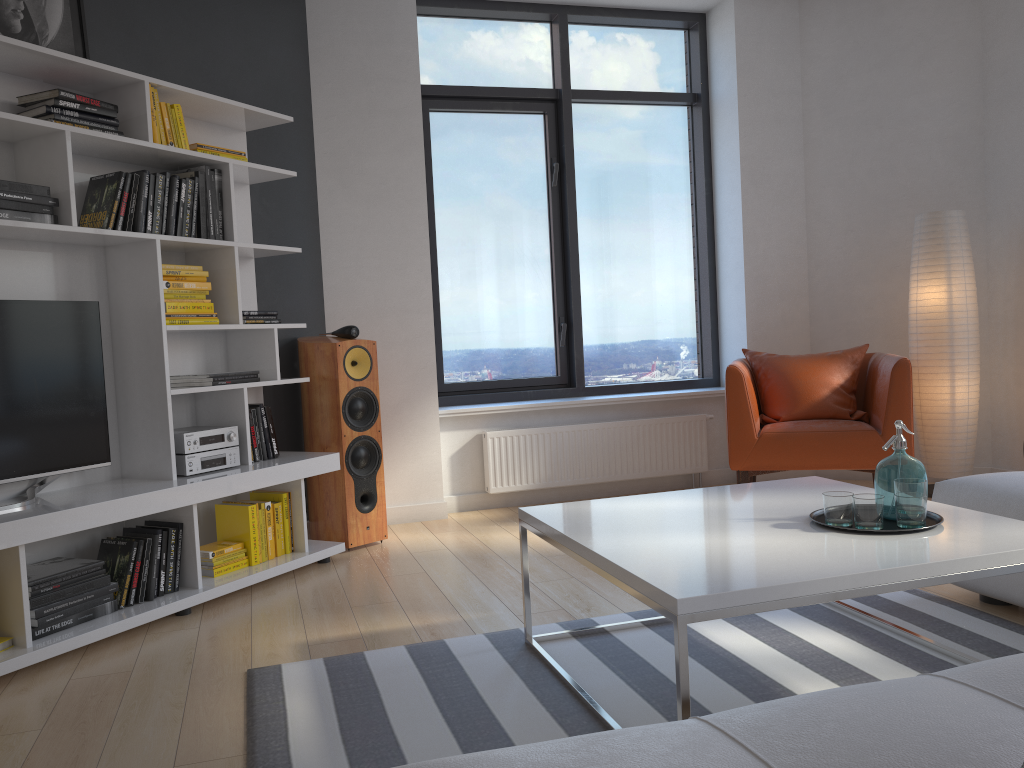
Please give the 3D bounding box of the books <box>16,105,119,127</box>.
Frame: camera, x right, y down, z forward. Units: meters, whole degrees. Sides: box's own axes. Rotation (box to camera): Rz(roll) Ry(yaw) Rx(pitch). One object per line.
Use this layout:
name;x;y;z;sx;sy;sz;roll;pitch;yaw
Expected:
books;-1.645;-0.971;3.277;0.214;0.030;0.284;-1;3;32

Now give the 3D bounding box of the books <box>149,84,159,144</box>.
books;-1.453;-1.038;3.455;0.161;0.229;0.041;-1;3;27

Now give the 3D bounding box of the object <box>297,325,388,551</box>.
object;-0.878;0.259;4.432;0.434;1.088;0.290;0;4;44

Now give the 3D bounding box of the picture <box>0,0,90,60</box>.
picture;-1.981;-1.470;2.907;0.076;0.707;1.279;-1;3;29

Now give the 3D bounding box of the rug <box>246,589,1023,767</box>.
rug;0.528;0.831;2.274;2.326;0.016;1.662;-4;3;-17

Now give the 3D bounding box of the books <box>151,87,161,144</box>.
books;-1.459;-1.038;3.484;0.163;0.224;0.041;-2;3;27

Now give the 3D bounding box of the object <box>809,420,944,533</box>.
object;0.956;0.233;2.346;0.330;0.265;0.330;-3;3;8

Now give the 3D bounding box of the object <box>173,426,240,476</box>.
object;-1.331;0.276;3.689;0.270;0.174;0.285;-1;3;29

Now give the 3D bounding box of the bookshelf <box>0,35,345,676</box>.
bookshelf;-1.738;-0.102;2.859;0.455;2.052;3.000;-1;3;29

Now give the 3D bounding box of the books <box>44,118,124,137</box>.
books;-1.622;-0.921;3.267;0.214;0.030;0.284;-1;3;32

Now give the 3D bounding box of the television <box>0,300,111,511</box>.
television;-1.829;0.074;2.913;0.207;0.704;1.102;-1;3;29

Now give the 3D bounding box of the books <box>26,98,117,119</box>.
books;-1.621;-1.000;3.266;0.180;0.026;0.246;-1;3;31

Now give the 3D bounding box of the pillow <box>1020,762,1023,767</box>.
pillow;1.505;0.197;1.259;2.953;0.453;0.647;-5;3;-29

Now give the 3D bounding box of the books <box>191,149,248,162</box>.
books;-1.304;-0.963;3.812;0.194;0.028;0.257;-1;3;34

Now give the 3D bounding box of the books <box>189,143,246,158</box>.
books;-1.314;-0.988;3.812;0.203;0.024;0.257;-1;3;32

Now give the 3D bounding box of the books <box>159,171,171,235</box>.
books;-1.449;-0.707;3.543;0.197;0.260;0.066;-1;3;29

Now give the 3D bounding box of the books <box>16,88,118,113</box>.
books;-1.634;-1.027;3.267;0.209;0.030;0.266;-2;3;22

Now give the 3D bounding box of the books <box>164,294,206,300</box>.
books;-1.400;-0.355;3.658;0.145;0.023;0.217;-1;3;33

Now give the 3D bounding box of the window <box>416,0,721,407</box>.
window;0.346;-1.120;5.548;1.960;2.402;0.170;-4;3;-16

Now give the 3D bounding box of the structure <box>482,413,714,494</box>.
structure;0.550;0.455;5.318;1.474;0.460;0.110;-4;3;-16

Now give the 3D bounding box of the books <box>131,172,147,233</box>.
books;-1.484;-0.689;3.425;0.172;0.242;0.069;-1;3;30

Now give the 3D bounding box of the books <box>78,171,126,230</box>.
books;-1.551;-0.679;3.349;0.182;0.234;0.104;-1;3;29

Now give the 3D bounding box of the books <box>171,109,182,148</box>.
books;-1.381;-1.013;3.557;0.108;0.161;0.046;-1;3;28

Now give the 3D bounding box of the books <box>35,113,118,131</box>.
books;-1.627;-0.946;3.266;0.189;0.020;0.264;-2;3;27

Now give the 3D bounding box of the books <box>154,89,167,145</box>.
books;-1.452;-1.039;3.514;0.164;0.224;0.054;-1;3;28

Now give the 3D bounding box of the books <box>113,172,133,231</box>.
books;-1.539;-0.680;3.380;0.187;0.234;0.096;-1;3;29

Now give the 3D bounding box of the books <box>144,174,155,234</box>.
books;-1.478;-0.692;3.479;0.179;0.243;0.068;-1;3;27

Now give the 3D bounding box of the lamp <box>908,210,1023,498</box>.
lamp;2.535;-0.164;4.724;0.804;1.550;0.502;-1;3;34

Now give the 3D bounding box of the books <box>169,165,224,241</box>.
books;-1.358;-0.748;3.764;0.259;0.321;0.128;-1;3;29

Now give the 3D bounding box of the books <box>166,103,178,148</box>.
books;-1.401;-1.020;3.546;0.128;0.178;0.044;-1;3;28

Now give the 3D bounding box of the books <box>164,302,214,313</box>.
books;-1.397;-0.310;3.673;0.189;0.042;0.243;-1;3;29

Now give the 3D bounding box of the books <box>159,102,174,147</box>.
books;-1.416;-1.019;3.532;0.132;0.180;0.054;-1;3;29

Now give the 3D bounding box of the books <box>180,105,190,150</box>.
books;-1.380;-1.028;3.609;0.142;0.184;0.044;-1;3;29

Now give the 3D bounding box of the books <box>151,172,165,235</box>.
books;-1.464;-0.700;3.513;0.191;0.249;0.084;-1;3;29

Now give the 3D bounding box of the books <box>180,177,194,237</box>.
books;-1.394;-0.709;3.637;0.191;0.249;0.084;-1;3;29

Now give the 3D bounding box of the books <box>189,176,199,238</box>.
books;-1.379;-0.716;3.667;0.197;0.260;0.066;-1;3;29

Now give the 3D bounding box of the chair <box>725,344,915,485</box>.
chair;1.619;0.226;4.759;0.896;0.858;0.843;-2;3;16

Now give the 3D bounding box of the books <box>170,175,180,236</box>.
books;-1.426;-0.707;3.582;0.192;0.254;0.075;-1;3;28

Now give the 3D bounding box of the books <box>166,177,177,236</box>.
books;-1.414;-0.699;3.549;0.172;0.242;0.069;-1;3;30

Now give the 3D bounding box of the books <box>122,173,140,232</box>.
books;-1.512;-0.683;3.401;0.169;0.233;0.081;-1;3;28

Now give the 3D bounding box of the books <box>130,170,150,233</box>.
books;-1.496;-0.697;3.458;0.192;0.254;0.075;-1;3;28

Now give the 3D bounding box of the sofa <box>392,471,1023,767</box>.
sofa;1.386;0.454;1.741;3.424;0.732;2.614;-4;3;-16

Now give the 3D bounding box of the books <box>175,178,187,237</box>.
books;-1.402;-0.704;3.598;0.179;0.243;0.071;-1;3;28

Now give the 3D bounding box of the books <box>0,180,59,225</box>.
books;-1.775;-0.602;3.005;0.277;0.137;0.343;-2;3;24

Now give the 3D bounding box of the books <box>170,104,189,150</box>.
books;-1.383;-1.026;3.585;0.141;0.184;0.064;-1;3;30
